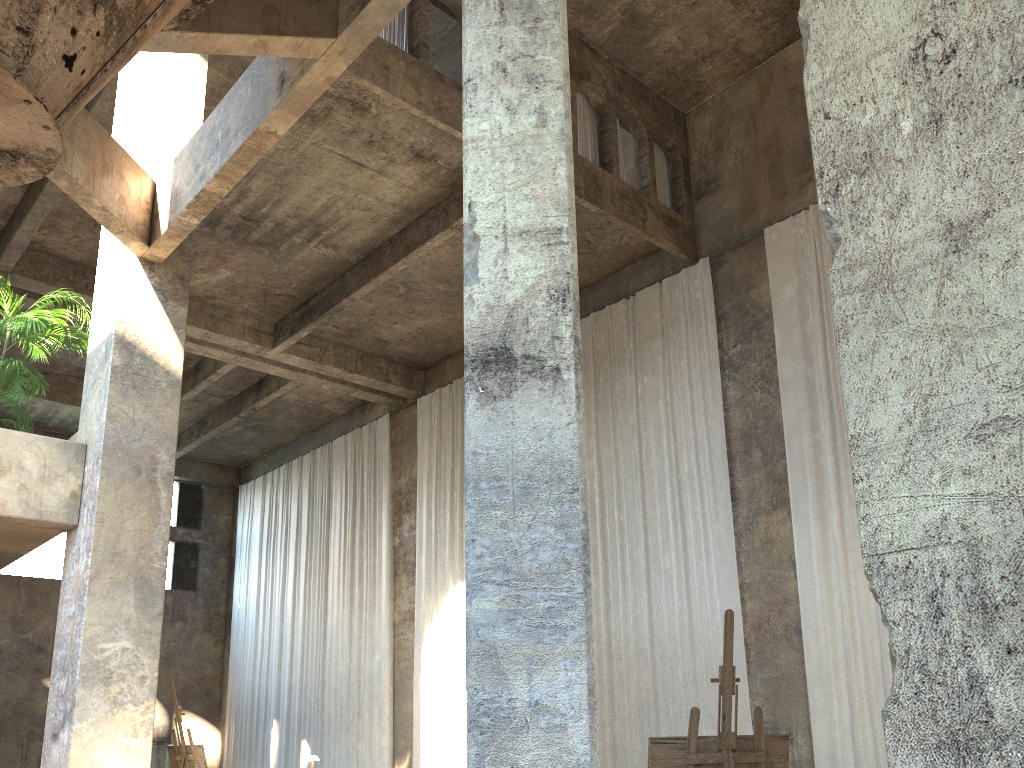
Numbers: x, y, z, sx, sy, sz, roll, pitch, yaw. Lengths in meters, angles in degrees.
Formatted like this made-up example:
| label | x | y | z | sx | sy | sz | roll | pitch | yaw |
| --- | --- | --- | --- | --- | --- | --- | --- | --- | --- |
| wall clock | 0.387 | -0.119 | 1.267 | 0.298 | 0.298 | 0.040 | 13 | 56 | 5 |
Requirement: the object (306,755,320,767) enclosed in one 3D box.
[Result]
| label | x | y | z | sx | sy | sz | roll | pitch | yaw |
| --- | --- | --- | --- | --- | --- | --- | --- | --- | --- |
| object | -3.686 | 7.320 | 15.730 | 0.571 | 1.250 | 0.682 | 1 | -17 | -9 |

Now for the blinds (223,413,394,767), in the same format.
| label | x | y | z | sx | sy | sz | roll | pitch | yaw |
| --- | --- | --- | --- | --- | --- | --- | --- | --- | --- |
| blinds | -5.215 | 5.796 | 21.536 | 0.279 | 8.333 | 7.998 | 12 | -23 | -40 |

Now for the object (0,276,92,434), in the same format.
| label | x | y | z | sx | sy | sz | roll | pitch | yaw |
| --- | --- | --- | --- | --- | --- | --- | --- | --- | --- |
| object | -4.649 | -0.178 | 8.067 | 1.419 | 1.743 | 1.391 | 12 | -22 | -34 |

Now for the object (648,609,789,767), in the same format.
| label | x | y | z | sx | sy | sz | roll | pitch | yaw |
| --- | --- | --- | --- | --- | --- | --- | --- | --- | --- |
| object | 0.984 | 2.145 | 4.083 | 0.702 | 2.068 | 0.709 | 2 | -16 | -10 |

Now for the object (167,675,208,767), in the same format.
| label | x | y | z | sx | sy | sz | roll | pitch | yaw |
| --- | --- | --- | --- | --- | --- | --- | --- | --- | --- |
| object | -2.743 | 3.560 | 7.431 | 0.695 | 2.068 | 0.716 | 13 | -22 | -41 |

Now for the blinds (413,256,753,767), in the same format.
| label | x | y | z | sx | sy | sz | roll | pitch | yaw |
| --- | --- | --- | --- | --- | --- | --- | --- | --- | --- |
| blinds | 0.560 | 3.187 | 15.308 | 0.278 | 8.333 | 8.009 | 11 | -22 | -38 |

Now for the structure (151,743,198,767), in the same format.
| label | x | y | z | sx | sy | sz | roll | pitch | yaw |
| --- | --- | --- | --- | --- | --- | --- | --- | --- | --- |
| structure | -3.348 | 4.076 | 7.988 | 0.603 | 1.491 | 0.759 | 13 | -22 | -40 |

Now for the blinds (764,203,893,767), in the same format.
| label | x | y | z | sx | sy | sz | roll | pitch | yaw |
| --- | --- | --- | --- | --- | --- | --- | --- | --- | --- |
| blinds | 6.317 | 0.586 | 9.099 | 0.278 | 8.333 | 8.009 | 11 | -22 | -38 |
